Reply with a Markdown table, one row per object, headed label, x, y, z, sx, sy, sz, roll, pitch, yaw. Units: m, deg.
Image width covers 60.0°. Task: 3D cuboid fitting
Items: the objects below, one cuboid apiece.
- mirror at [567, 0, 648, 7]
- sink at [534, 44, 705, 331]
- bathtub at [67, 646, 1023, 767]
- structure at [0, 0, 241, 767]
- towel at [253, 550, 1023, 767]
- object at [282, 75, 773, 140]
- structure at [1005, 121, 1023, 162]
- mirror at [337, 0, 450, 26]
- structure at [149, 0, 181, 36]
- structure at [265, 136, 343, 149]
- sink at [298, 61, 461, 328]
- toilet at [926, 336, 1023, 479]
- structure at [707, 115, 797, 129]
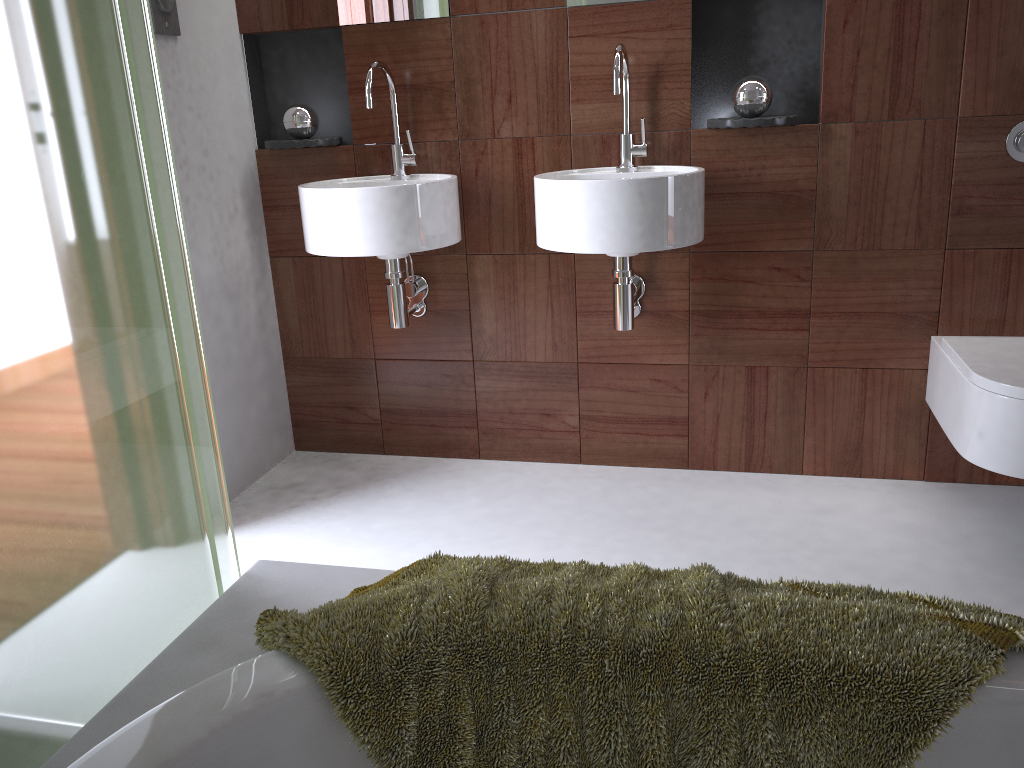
| label | x | y | z | sx | sy | sz | roll | pitch | yaw |
| --- | --- | --- | --- | --- | --- | --- | --- | --- | --- |
| mirror | 0.278 | -1.269 | 2.148 | 0.316 | 0.635 | 0.010 | 1 | 18 | 14 |
| sink | 0.264 | -0.464 | 2.191 | 0.415 | 0.715 | 0.417 | 1 | 18 | 14 |
| bathtub | 0.383 | 0.591 | 0.589 | 1.683 | 0.424 | 0.881 | 1 | 18 | 14 |
| structure | -0.883 | -0.159 | 0.664 | 0.765 | 2.079 | 1.015 | 1 | 18 | 14 |
| towel | 0.166 | 0.442 | 1.035 | 0.890 | 0.452 | 0.349 | 0 | 17 | 9 |
| object | -0.001 | -0.737 | 2.385 | 1.350 | 0.104 | 0.104 | 1 | 18 | 14 |
| structure | 1.226 | -0.574 | 2.099 | 0.098 | 0.098 | 0.034 | 1 | 18 | 14 |
| mirror | -0.335 | -1.285 | 2.306 | 0.316 | 0.635 | 0.010 | 1 | 18 | 14 |
| structure | -0.856 | -0.942 | 2.168 | 0.028 | 0.164 | 0.109 | 1 | 18 | 14 |
| structure | -0.603 | -0.699 | 2.571 | 0.222 | 0.023 | 0.220 | -11 | 19 | -24 |
| sink | -0.348 | -0.479 | 2.348 | 0.415 | 0.715 | 0.417 | 1 | 18 | 14 |
| toilet | 1.186 | 0.072 | 2.044 | 0.329 | 0.284 | 0.547 | 1 | 18 | 14 |
| structure | 0.610 | -0.668 | 2.259 | 0.220 | 0.023 | 0.222 | -2 | 17 | 5 |
